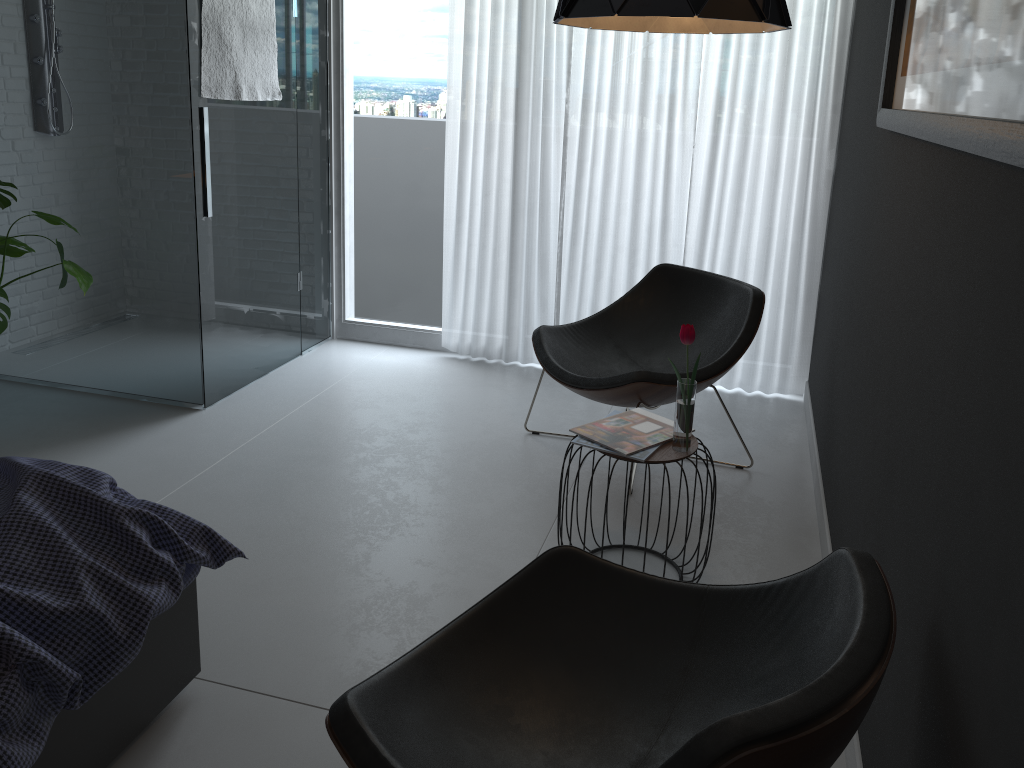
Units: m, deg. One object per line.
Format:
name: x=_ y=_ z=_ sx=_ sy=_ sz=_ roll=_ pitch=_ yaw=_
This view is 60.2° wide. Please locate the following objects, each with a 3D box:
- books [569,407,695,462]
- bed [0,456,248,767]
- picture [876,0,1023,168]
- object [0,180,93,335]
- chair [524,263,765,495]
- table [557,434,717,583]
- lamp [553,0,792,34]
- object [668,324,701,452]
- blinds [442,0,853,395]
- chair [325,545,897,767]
books: x=-3.564 y=0.290 z=2.197 sx=8.233 sy=0.365 sz=0.414 roll=0 pitch=17 yaw=-6
bed: x=-2.002 y=-0.147 z=1.359 sx=2.614 sy=2.000 sz=2.610 roll=7 pitch=18 yaw=14
picture: x=0.744 y=-0.739 z=1.384 sx=0.041 sy=0.707 sz=1.990 roll=6 pitch=19 yaw=14
object: x=-2.101 y=-0.296 z=3.305 sx=0.858 sy=1.027 sz=1.004 roll=13 pitch=19 yaw=32
chair: x=0.528 y=-0.072 z=3.503 sx=0.818 sy=0.677 sz=0.804 roll=-8 pitch=20 yaw=-31
table: x=0.363 y=0.361 z=2.593 sx=0.450 sy=0.426 sz=0.461 roll=0 pitch=17 yaw=-7
lamp: x=0.419 y=-1.346 z=2.157 sx=0.587 sy=0.884 sz=0.616 roll=12 pitch=19 yaw=32
object: x=0.470 y=0.014 z=2.428 sx=0.077 sy=0.348 sz=0.067 roll=-11 pitch=19 yaw=-41
blinds: x=0.566 y=-1.327 z=4.125 sx=1.857 sy=2.642 sz=0.139 roll=7 pitch=15 yaw=15
chair: x=0.159 y=0.595 z=1.487 sx=0.821 sy=0.677 sz=0.800 roll=14 pitch=21 yaw=34
